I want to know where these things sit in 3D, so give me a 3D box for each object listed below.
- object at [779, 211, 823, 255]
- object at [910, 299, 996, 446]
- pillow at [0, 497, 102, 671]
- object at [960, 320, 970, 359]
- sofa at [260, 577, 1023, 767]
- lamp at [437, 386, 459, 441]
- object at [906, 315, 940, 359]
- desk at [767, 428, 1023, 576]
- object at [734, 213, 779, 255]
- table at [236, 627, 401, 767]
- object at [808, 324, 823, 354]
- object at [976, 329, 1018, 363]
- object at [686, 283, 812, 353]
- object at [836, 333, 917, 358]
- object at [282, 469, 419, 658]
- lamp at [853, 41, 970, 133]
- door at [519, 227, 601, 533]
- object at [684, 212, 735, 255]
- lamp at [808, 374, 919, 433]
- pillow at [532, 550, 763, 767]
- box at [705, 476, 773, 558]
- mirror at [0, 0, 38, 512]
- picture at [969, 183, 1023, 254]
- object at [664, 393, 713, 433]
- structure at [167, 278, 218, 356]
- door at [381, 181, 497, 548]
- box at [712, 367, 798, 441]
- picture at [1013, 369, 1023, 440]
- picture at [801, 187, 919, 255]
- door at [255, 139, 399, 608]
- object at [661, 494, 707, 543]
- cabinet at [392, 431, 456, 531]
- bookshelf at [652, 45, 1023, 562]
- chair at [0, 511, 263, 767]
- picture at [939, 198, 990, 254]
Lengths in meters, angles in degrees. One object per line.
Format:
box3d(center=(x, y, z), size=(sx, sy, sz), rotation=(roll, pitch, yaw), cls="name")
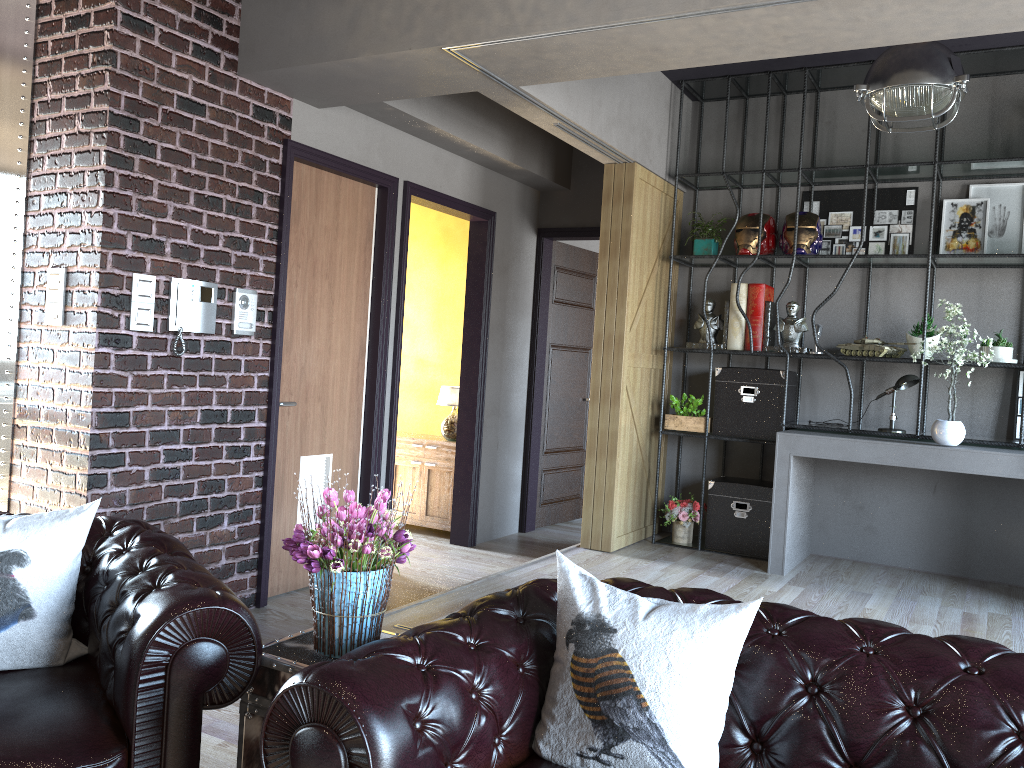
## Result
box3d(center=(1.961, -1.011, 6.016), size=(0.280, 0.327, 0.399), rotation=(4, 1, 19), cls="object")
box3d(center=(2.559, -0.072, 5.123), size=(0.398, 0.852, 0.421), rotation=(3, 1, -15), cls="object")
box3d(center=(-1.472, 0.556, 2.526), size=(0.541, 0.502, 0.290), rotation=(3, 1, -23), cls="pillow")
box3d(center=(2.889, -0.274, 5.667), size=(0.113, 0.273, 0.113), rotation=(4, 1, -5), cls="object")
box3d(center=(0.854, 1.009, 1.705), size=(2.567, 0.838, 1.239), rotation=(4, 1, 28), cls="sofa")
box3d(center=(-0.480, 0.541, 7.175), size=(0.291, 1.045, 0.441), rotation=(4, 1, 2), cls="lamp")
box3d(center=(2.606, -0.306, 5.609), size=(0.136, 0.305, 0.193), rotation=(3, 1, -27), cls="object")
box3d(center=(2.754, 0.815, 5.382), size=(2.130, 0.885, 0.844), rotation=(4, 1, 29), cls="desk")
box3d(center=(1.683, -1.032, 6.170), size=(0.280, 0.327, 0.399), rotation=(4, 1, 34), cls="object")
box3d(center=(-0.467, 1.023, 2.433), size=(0.417, 0.609, 0.405), rotation=(4, 1, 29), cls="table")
box3d(center=(2.018, -0.297, 5.873), size=(0.093, 0.200, 0.093), rotation=(4, 1, 24), cls="object")
box3d(center=(2.966, -0.233, 5.430), size=(0.235, 0.212, 0.235), rotation=(3, 1, -16), cls="object")
box3d(center=(1.667, -0.457, 6.197), size=(0.833, 0.466, 0.289), rotation=(4, 1, 29), cls="object")
box3d(center=(2.397, -0.256, 5.791), size=(0.206, 0.170, 0.577), rotation=(3, 1, -26), cls="object")
box3d(center=(-0.440, 0.485, 2.433), size=(0.352, 0.484, 0.349), rotation=(3, 1, -30), cls="object")
box3d(center=(2.004, -1.861, 4.451), size=(0.534, 1.149, 0.515), rotation=(4, 1, 6), cls="lamp")
box3d(center=(0.890, 0.013, 7.628), size=(1.150, 2.544, 1.128), rotation=(4, 1, 29), cls="door")
box3d(center=(1.391, -1.057, 6.350), size=(0.324, 0.339, 0.295), rotation=(3, 1, -15), cls="object")
box3d(center=(2.328, 0.108, 5.850), size=(0.204, 0.371, 0.740), rotation=(3, 1, -37), cls="lamp")
box3d(center=(0.304, 0.672, 2.094), size=(0.528, 0.469, 0.283), rotation=(4, 1, 32), cls="pillow")
box3d(center=(1.642, 0.913, 6.180), size=(0.489, 0.481, 0.374), rotation=(4, 1, 29), cls="box")
box3d(center=(-2.735, -0.594, 4.398), size=(1.048, 3.460, 0.050), rotation=(4, 1, 29), cls="mirror")
box3d(center=(3.088, -1.027, 5.657), size=(0.332, 0.514, 0.119), rotation=(4, 1, 29), cls="picture")
box3d(center=(1.246, 0.196, 6.239), size=(0.304, 0.265, 0.180), rotation=(4, 1, 29), cls="object")
box3d(center=(-1.539, -0.315, 4.305), size=(0.068, 0.370, 0.279), rotation=(4, 1, 29), cls="structure")
box3d(center=(-0.952, -0.076, 6.509), size=(1.099, 2.544, 1.149), rotation=(4, 1, 29), cls="door")
box3d(center=(1.691, 0.129, 6.173), size=(0.489, 0.481, 0.374), rotation=(4, 1, 29), cls="box")
box3d(center=(3.458, 0.151, 5.418), size=(0.666, 0.447, 0.051), rotation=(4, 1, 29), cls="picture")
box3d(center=(2.366, -1.092, 6.093), size=(0.749, 0.503, 0.058), rotation=(4, 1, 29), cls="picture")
box3d(center=(-1.135, -0.056, 5.273), size=(0.219, 2.539, 1.002), rotation=(4, 1, 29), cls="door")
box3d(center=(1.200, 0.943, 6.324), size=(0.345, 0.362, 0.331), rotation=(4, 1, 32), cls="object")
box3d(center=(-0.920, 0.795, 7.408), size=(1.432, 0.750, 0.408), rotation=(4, 1, 29), cls="cabinet")
box3d(center=(3.156, -0.351, 5.386), size=(4.485, 3.282, 0.526), rotation=(4, 1, 29), cls="bookshelf")
box3d(center=(-1.567, 0.838, 2.381), size=(1.492, 0.845, 1.245), rotation=(3, 1, -31), cls="chair")
box3d(center=(2.910, -0.989, 5.706), size=(0.268, 0.414, 0.101), rotation=(4, 1, 29), cls="picture")
